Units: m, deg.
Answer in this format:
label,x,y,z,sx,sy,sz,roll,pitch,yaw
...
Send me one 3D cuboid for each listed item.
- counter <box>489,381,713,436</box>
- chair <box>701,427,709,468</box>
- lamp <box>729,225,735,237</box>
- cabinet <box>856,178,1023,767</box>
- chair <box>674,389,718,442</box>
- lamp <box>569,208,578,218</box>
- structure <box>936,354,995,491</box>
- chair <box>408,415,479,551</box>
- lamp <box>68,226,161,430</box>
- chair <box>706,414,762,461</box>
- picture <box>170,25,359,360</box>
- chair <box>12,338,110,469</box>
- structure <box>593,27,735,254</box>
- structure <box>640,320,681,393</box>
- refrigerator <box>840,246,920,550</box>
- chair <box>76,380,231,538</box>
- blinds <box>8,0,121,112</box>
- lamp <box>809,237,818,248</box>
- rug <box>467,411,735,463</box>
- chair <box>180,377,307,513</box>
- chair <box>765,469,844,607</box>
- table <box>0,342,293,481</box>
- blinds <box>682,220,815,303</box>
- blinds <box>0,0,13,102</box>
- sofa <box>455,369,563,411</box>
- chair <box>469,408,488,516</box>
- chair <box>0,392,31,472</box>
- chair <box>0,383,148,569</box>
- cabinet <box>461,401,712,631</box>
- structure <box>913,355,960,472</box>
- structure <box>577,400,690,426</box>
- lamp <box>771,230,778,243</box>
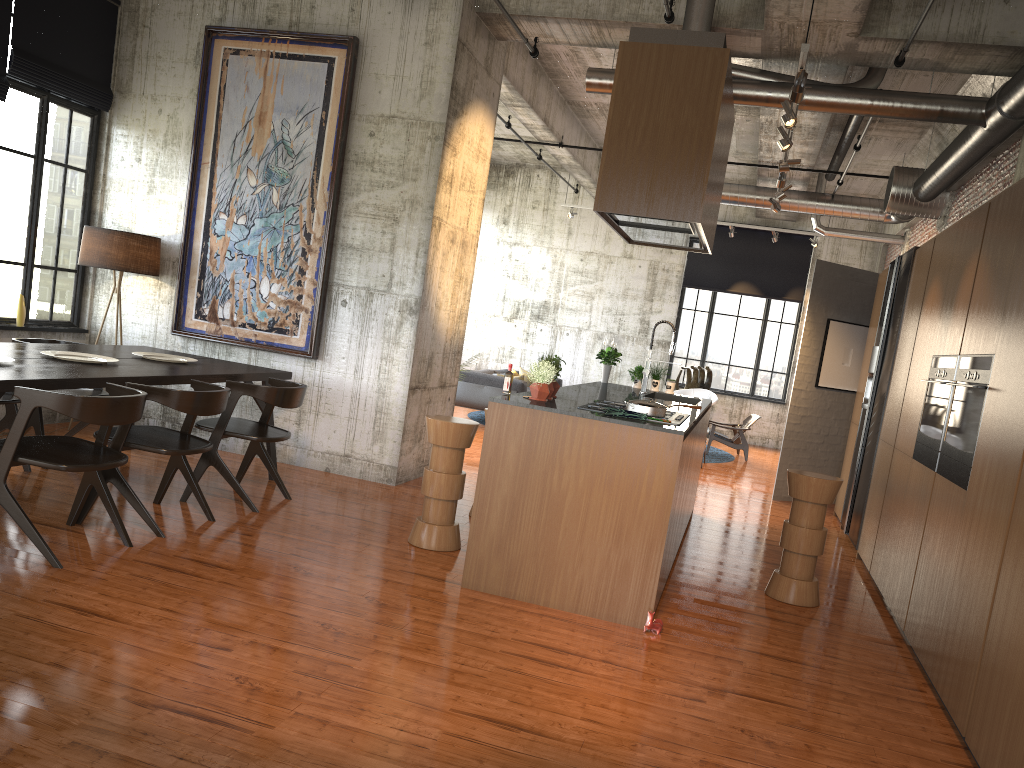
label,x,y,z,sx,sy,sz,roll,pitch,yaw
counter,0.997,0.213,7.623,1.243,0.175,4.356,10,4,14
chair,2.641,0.823,13.941,0.874,0.795,1.042,10,5,15
lamp,4.333,-2.993,17.475,0.101,0.252,0.165,13,7,39
cabinet,3.301,0.344,5.807,0.858,3.053,5.334,10,5,14
chair,3.517,0.591,17.508,0.807,1.033,1.053,5,6,-36
lamp,1.243,-3.519,18.318,0.261,0.212,0.101,5,7,-40
structure,2.763,0.208,5.477,0.079,0.797,0.858,10,5,14
chair,-0.519,0.743,6.714,0.409,0.966,0.409,8,5,-7
lamp,-4.041,-0.503,8.966,0.750,2.062,0.752,11,6,26
chair,3.842,0.879,15.807,1.043,0.795,0.873,9,5,4
picture,-2.493,-1.911,8.818,1.653,3.130,0.141,10,6,14
chair,-3.922,0.151,7.696,0.768,0.996,0.877,10,5,14
structure,1.112,-1.596,6.137,0.662,1.129,1.626,10,5,14
structure,1.509,-0.258,8.806,0.360,0.752,0.168,10,6,14
refrigerator,4.294,0.279,9.082,1.210,3.060,1.515,10,5,14
chair,-2.449,0.478,6.189,0.768,0.996,0.877,10,5,14
blinds,-4.279,-3.377,8.569,0.052,1.145,1.294,10,5,14
lamp,5.849,-2.733,17.142,0.102,0.216,0.225,5,6,-34
rug,1.589,0.917,16.121,4.853,0.009,4.826,7,4,-29
chair,-2.136,0.457,7.200,0.769,0.996,0.876,10,5,11
chair,2.212,1.159,6.726,0.409,0.966,0.409,3,8,-45
table,-3.338,0.306,6.616,1.636,1.009,3.697,10,4,14
blinds,4.875,-2.566,18.364,2.440,1.468,0.150,10,6,14
blinds,-4.630,-3.217,7.336,0.051,1.402,1.253,10,5,14
sofa,-0.072,0.227,16.240,1.360,0.863,3.000,10,4,16
chair,-0.112,0.723,7.911,0.409,0.966,0.409,8,5,-7
chair,-4.176,0.179,6.713,0.768,0.996,0.877,10,5,15
chair,-2.681,0.502,5.320,0.768,0.996,0.877,10,5,15
cabinet,0.913,0.767,7.680,1.243,1.247,4.354,10,4,14
structure,2.995,0.184,6.345,0.079,0.797,0.858,10,5,14
structure,0.896,0.190,6.311,0.677,0.019,1.095,10,4,14
lamp,5.123,-2.859,17.275,0.165,0.252,0.101,6,6,-30
